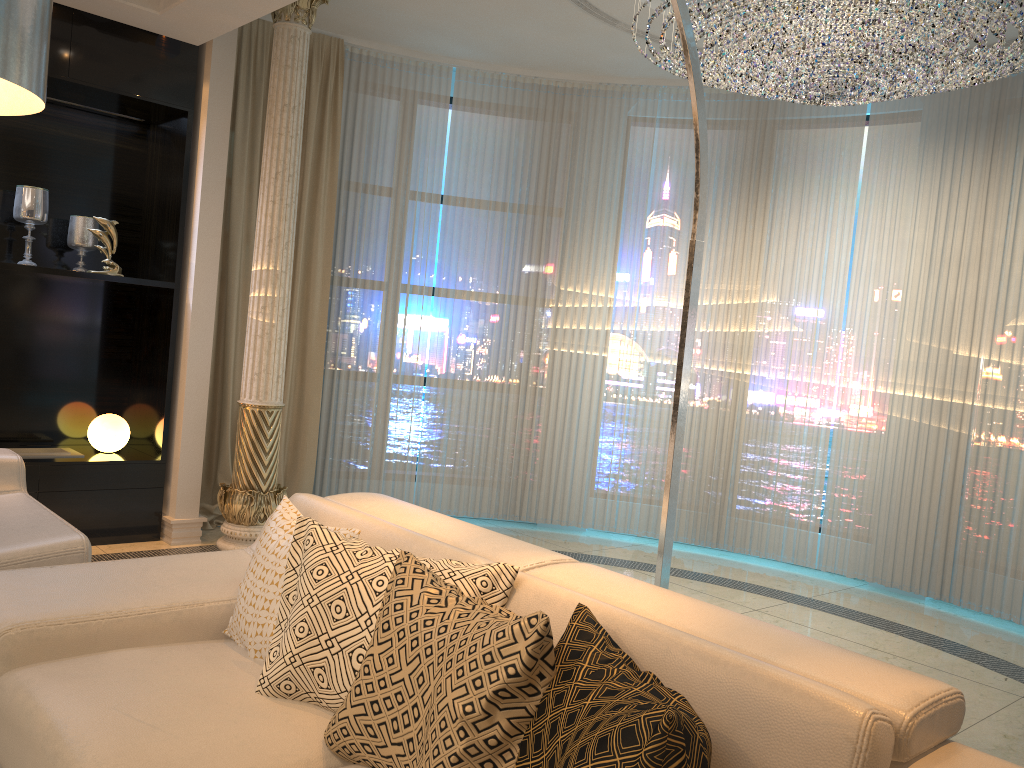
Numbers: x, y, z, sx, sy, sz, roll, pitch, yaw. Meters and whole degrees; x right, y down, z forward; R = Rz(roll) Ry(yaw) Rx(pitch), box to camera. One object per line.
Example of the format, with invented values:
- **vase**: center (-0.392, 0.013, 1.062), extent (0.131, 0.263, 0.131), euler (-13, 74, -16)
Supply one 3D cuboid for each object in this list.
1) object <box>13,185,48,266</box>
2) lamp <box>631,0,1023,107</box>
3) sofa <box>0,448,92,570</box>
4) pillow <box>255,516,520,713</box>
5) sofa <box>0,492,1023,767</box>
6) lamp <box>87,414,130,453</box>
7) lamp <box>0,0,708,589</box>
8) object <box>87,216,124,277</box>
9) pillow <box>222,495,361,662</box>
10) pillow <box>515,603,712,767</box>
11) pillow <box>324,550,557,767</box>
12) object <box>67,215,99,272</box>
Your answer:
- **object**: center (-2.500, -0.802, 4.597), extent (0.156, 0.426, 0.156), euler (4, 3, -37)
- **lamp**: center (1.458, -1.607, 3.927), extent (2.109, 0.685, 2.109), euler (6, 2, 3)
- **sofa**: center (-2.530, 0.523, 2.404), extent (2.328, 0.754, 1.145), euler (3, 3, -42)
- **pillow**: center (-0.272, 0.551, 1.982), extent (0.587, 0.429, 0.288), euler (6, 3, 22)
- **sofa**: center (-0.264, 0.764, 1.833), extent (1.145, 0.754, 2.328), euler (3, 3, -42)
- **lamp**: center (-2.216, 0.270, 4.876), extent (0.212, 0.214, 0.213), euler (6, 3, 8)
- **lamp**: center (-0.261, -0.119, 1.719), extent (2.009, 2.519, 0.393), euler (3, 3, -42)
- **object**: center (-2.114, -0.712, 4.615), extent (0.116, 0.293, 0.182), euler (8, 3, 45)
- **pillow**: center (-0.560, 0.513, 2.256), extent (0.222, 0.380, 0.463), euler (4, 3, -38)
- **pillow**: center (0.137, 0.611, 1.383), extent (0.301, 0.436, 0.575), euler (5, 3, -11)
- **pillow**: center (-0.113, 0.574, 1.697), extent (0.301, 0.436, 0.575), euler (4, 3, -36)
- **object**: center (-2.310, -0.736, 4.769), extent (0.147, 0.317, 0.147), euler (3, 3, -40)
